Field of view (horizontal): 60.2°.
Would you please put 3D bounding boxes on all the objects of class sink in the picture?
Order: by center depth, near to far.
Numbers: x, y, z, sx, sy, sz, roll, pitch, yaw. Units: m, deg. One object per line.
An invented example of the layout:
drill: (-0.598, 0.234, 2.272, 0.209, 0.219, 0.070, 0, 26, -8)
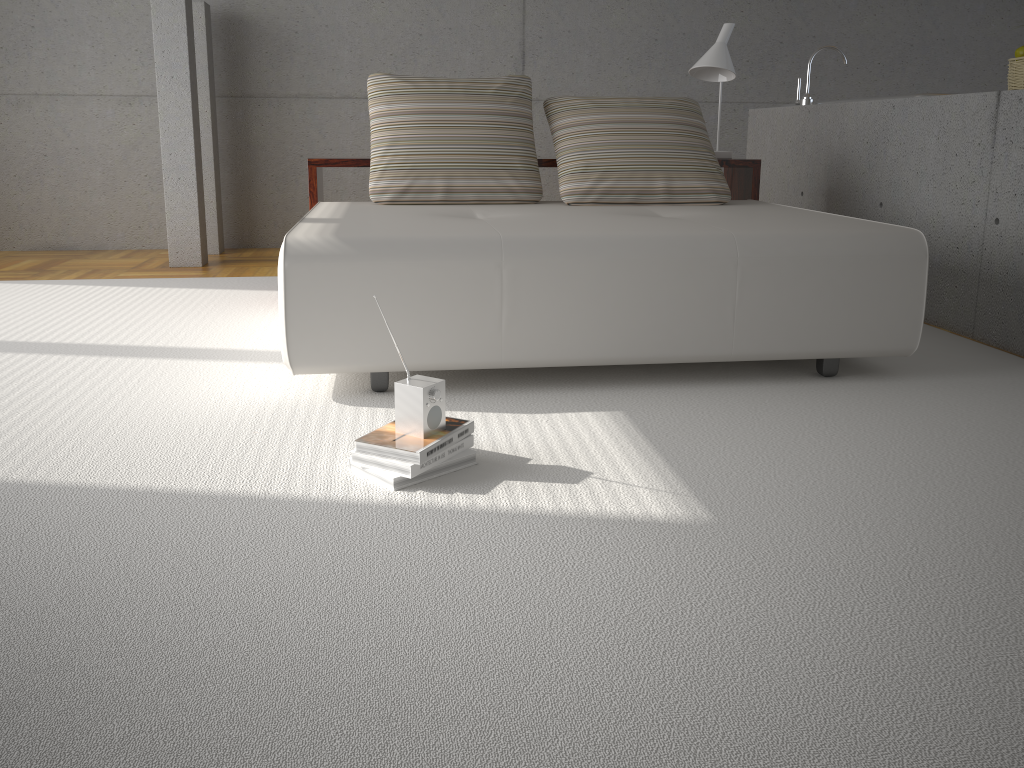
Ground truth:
sink: (2.142, -1.683, 5.071, 0.766, 0.531, 1.732, -2, 15, -8)

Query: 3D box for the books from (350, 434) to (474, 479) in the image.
books: (-0.249, 0.164, 2.236, 0.190, 0.031, 0.268, 10, 18, 30)

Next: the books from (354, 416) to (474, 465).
books: (-0.242, 0.132, 2.233, 0.190, 0.031, 0.268, 8, 17, 25)

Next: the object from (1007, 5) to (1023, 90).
object: (2.310, -1.458, 3.757, 0.369, 0.435, 0.338, -5, 14, -22)

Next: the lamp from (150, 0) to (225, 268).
lamp: (-2.112, -1.662, 5.810, 0.200, 1.665, 0.811, -1, 12, -8)

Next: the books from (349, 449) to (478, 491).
books: (-0.249, 0.194, 2.243, 0.267, 0.031, 0.191, -14, 21, -42)

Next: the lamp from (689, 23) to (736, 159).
lamp: (1.074, -1.531, 4.609, 0.324, 0.689, 0.247, -6, 13, -26)

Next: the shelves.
shelves: (0.119, -0.810, 4.587, 2.251, 0.704, 0.407, -2, 13, -8)

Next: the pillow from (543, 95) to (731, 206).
pillow: (0.584, -1.118, 4.221, 0.807, 0.509, 0.588, -1, 14, -7)

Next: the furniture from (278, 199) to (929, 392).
furniture: (0.242, -0.444, 3.639, 2.169, 0.514, 1.641, -2, 15, -8)

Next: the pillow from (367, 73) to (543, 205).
pillow: (-0.270, -1.152, 4.145, 0.801, 0.600, 0.498, -2, 13, -8)

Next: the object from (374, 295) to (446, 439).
object: (-0.255, -0.047, 2.150, 0.090, 0.360, 0.188, 8, 14, 32)
